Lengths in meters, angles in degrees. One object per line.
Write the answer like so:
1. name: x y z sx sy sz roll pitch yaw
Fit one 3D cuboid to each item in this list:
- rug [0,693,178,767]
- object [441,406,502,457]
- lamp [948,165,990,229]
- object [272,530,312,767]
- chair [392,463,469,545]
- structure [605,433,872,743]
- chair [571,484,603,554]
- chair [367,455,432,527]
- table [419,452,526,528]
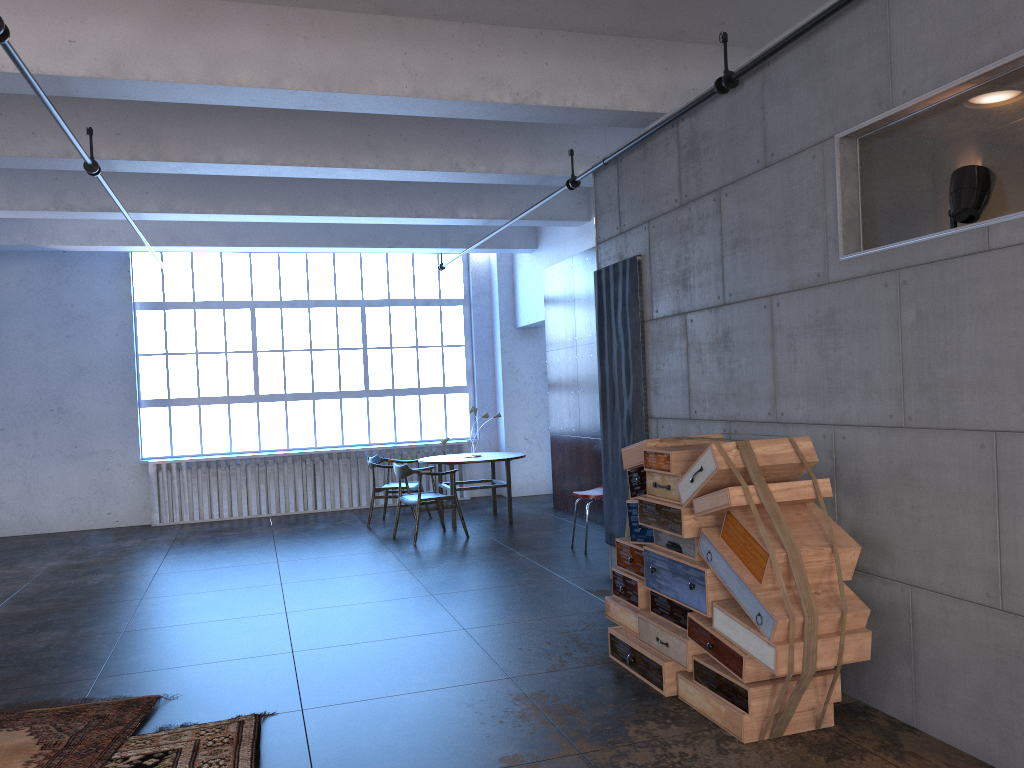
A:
1. rug: -2.531 1.694 3.104 1.887 0.048 3.501 -3 0 -7
2. object: -0.492 0.575 10.835 0.783 0.624 0.237 -3 1 -16
3. lamp: 1.855 -0.752 3.585 0.216 0.259 0.168 -3 1 -36
4. object: 2.642 1.608 0.252 19.983 0.001 26.870 -3 0 -17
5. chair: -0.919 1.278 9.713 0.685 0.864 0.714 -3 0 -30
6. structure: 1.003 0.913 4.557 0.646 1.315 1.890 -3 0 -17
7. chair: 0.923 1.122 8.658 0.664 0.988 0.422 -3 1 -18
8. chair: -1.416 1.311 11.011 0.669 0.864 0.732 -3 0 9
9. table: -0.465 1.317 10.859 1.288 0.851 1.331 -3 0 26
